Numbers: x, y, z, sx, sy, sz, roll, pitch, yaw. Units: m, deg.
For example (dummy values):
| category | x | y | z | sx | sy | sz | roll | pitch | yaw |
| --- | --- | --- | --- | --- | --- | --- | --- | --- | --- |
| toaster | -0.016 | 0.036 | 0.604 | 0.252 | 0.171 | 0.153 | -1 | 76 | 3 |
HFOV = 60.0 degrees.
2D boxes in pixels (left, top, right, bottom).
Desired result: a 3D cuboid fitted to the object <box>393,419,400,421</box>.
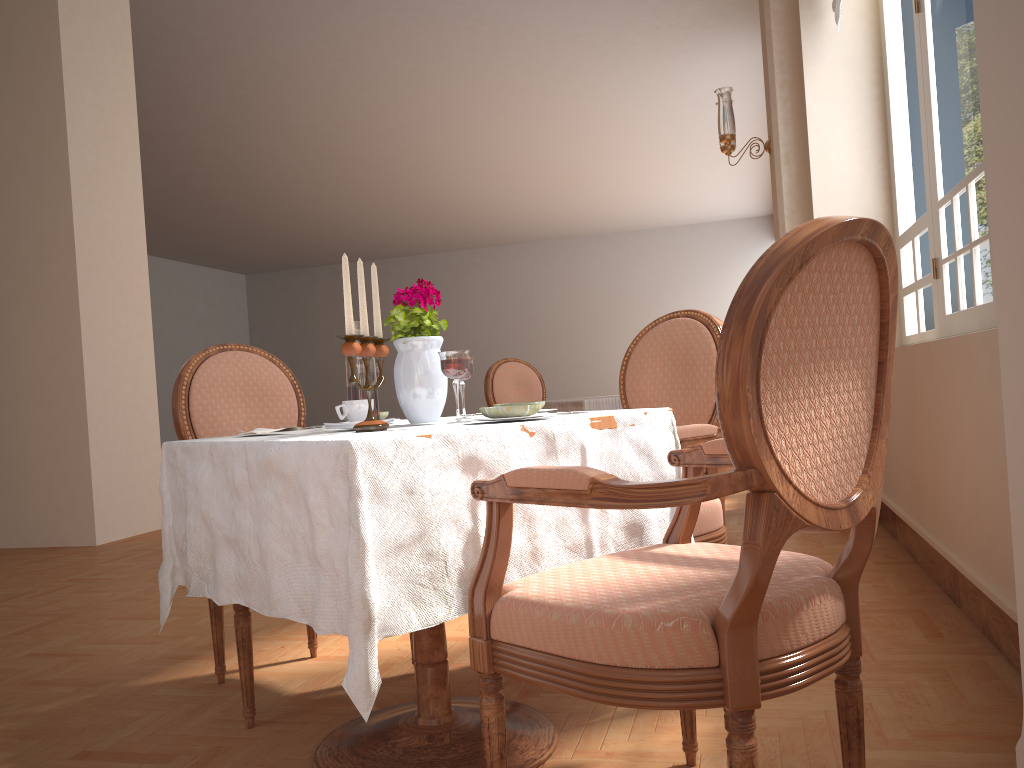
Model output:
| category | x | y | z | sx | sy | sz | roll | pitch | yaw |
| --- | --- | --- | --- | --- | --- | --- | --- | --- | --- |
| object | -0.352 | 0.092 | 2.115 | 0.171 | 0.005 | 0.171 | -4 | -1 | -38 |

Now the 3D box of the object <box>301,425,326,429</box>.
| category | x | y | z | sx | sy | sz | roll | pitch | yaw |
| --- | --- | --- | --- | --- | --- | --- | --- | --- | --- |
| object | -0.458 | 0.099 | 2.018 | 0.027 | 0.006 | 0.125 | -4 | -1 | -42 |

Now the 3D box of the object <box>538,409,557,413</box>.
| category | x | y | z | sx | sy | sz | roll | pitch | yaw |
| --- | --- | --- | --- | --- | --- | --- | --- | --- | --- |
| object | 0.018 | 0.065 | 2.016 | 0.171 | 0.005 | 0.171 | -3 | -1 | -45 |

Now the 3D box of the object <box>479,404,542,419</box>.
| category | x | y | z | sx | sy | sz | roll | pitch | yaw |
| --- | --- | --- | --- | --- | --- | --- | --- | --- | --- |
| object | -0.002 | 0.053 | 1.656 | 0.117 | 0.024 | 0.117 | -4 | -1 | -34 |

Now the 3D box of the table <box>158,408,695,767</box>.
| category | x | y | z | sx | sy | sz | roll | pitch | yaw |
| --- | --- | --- | --- | --- | --- | --- | --- | --- | --- |
| table | -0.187 | 0.422 | 1.871 | 0.836 | 0.680 | 0.830 | -4 | 0 | -42 |

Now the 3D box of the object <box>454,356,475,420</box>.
| category | x | y | z | sx | sy | sz | roll | pitch | yaw |
| --- | --- | --- | --- | --- | --- | --- | --- | --- | --- |
| object | -0.108 | 0.009 | 1.926 | 0.062 | 0.135 | 0.062 | -4 | 0 | -44 |

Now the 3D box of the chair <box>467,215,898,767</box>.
| category | x | y | z | sx | sy | sz | roll | pitch | yaw |
| --- | --- | --- | --- | --- | --- | --- | --- | --- | --- |
| chair | 0.291 | 0.259 | 1.351 | 0.520 | 0.931 | 0.593 | -4 | 0 | -42 |

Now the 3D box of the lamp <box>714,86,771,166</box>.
| category | x | y | z | sx | sy | sz | roll | pitch | yaw |
| --- | --- | --- | --- | --- | --- | --- | --- | --- | --- |
| lamp | 1.244 | -1.387 | 4.780 | 0.274 | 0.362 | 0.320 | -4 | 0 | 15 |

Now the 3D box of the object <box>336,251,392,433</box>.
| category | x | y | z | sx | sy | sz | roll | pitch | yaw |
| --- | --- | --- | --- | --- | --- | --- | --- | --- | --- |
| object | -0.271 | -0.075 | 1.639 | 0.059 | 0.325 | 0.177 | -4 | 0 | 13 |

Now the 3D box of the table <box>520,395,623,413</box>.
| category | x | y | z | sx | sy | sz | roll | pitch | yaw |
| --- | --- | --- | --- | --- | --- | --- | --- | --- | --- |
| table | 0.471 | 0.402 | 4.304 | 0.831 | 0.677 | 0.829 | -4 | 0 | -30 |

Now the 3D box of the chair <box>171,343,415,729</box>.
| category | x | y | z | sx | sy | sz | roll | pitch | yaw |
| --- | --- | --- | --- | --- | --- | --- | --- | --- | --- |
| chair | -0.620 | 0.333 | 2.387 | 0.520 | 0.931 | 0.593 | -4 | 0 | -42 |

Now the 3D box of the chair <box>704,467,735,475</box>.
| category | x | y | z | sx | sy | sz | roll | pitch | yaw |
| --- | --- | --- | --- | --- | --- | --- | --- | --- | --- |
| chair | 0.833 | 0.244 | 3.703 | 0.520 | 0.931 | 0.593 | -4 | 0 | -31 |

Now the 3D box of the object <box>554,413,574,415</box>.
| category | x | y | z | sx | sy | sz | roll | pitch | yaw |
| --- | --- | --- | --- | --- | --- | --- | --- | --- | --- |
| object | 0.073 | 0.059 | 1.719 | 0.013 | 0.004 | 0.127 | -4 | -1 | -38 |

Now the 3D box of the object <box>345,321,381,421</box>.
| category | x | y | z | sx | sy | sz | roll | pitch | yaw |
| --- | --- | --- | --- | --- | --- | --- | --- | --- | --- |
| object | -0.318 | -0.021 | 1.872 | 0.074 | 0.222 | 0.074 | -4 | 0 | -6 |

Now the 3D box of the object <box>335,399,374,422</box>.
| category | x | y | z | sx | sy | sz | roll | pitch | yaw |
| --- | --- | --- | --- | --- | --- | --- | --- | --- | --- |
| object | -0.313 | 0.057 | 1.770 | 0.078 | 0.049 | 0.062 | -4 | 0 | -13 |

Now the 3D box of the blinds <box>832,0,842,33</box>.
| category | x | y | z | sx | sy | sz | roll | pitch | yaw |
| --- | --- | --- | --- | --- | --- | --- | --- | --- | --- |
| blinds | 1.364 | -2.291 | 3.727 | 0.072 | 1.376 | 0.843 | -4 | 0 | 15 |

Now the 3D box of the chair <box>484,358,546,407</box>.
| category | x | y | z | sx | sy | sz | roll | pitch | yaw |
| --- | --- | --- | --- | --- | --- | --- | --- | --- | --- |
| chair | 0.142 | 0.304 | 4.898 | 0.520 | 0.931 | 0.593 | -4 | 0 | -31 |

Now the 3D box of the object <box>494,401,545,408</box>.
| category | x | y | z | sx | sy | sz | roll | pitch | yaw |
| --- | --- | --- | --- | --- | --- | --- | --- | --- | --- |
| object | 0.017 | 0.055 | 2.016 | 0.117 | 0.024 | 0.117 | -4 | -1 | -6 |

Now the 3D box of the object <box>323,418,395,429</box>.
| category | x | y | z | sx | sy | sz | roll | pitch | yaw |
| --- | --- | --- | --- | --- | --- | --- | --- | --- | --- |
| object | -0.304 | 0.081 | 1.772 | 0.119 | 0.016 | 0.119 | -4 | -1 | 34 |

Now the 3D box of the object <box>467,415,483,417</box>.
| category | x | y | z | sx | sy | sz | roll | pitch | yaw |
| --- | --- | --- | --- | --- | --- | --- | --- | --- | --- |
| object | -0.055 | 0.073 | 2.109 | 0.125 | 0.002 | 0.016 | -4 | -1 | -38 |

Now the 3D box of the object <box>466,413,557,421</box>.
| category | x | y | z | sx | sy | sz | roll | pitch | yaw |
| --- | --- | --- | --- | --- | --- | --- | --- | --- | --- |
| object | -0.001 | 0.063 | 1.656 | 0.171 | 0.005 | 0.171 | -4 | -1 | -25 |

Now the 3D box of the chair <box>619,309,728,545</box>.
| category | x | y | z | sx | sy | sz | roll | pitch | yaw |
| --- | --- | --- | --- | --- | --- | --- | --- | --- | --- |
| chair | 0.322 | 0.266 | 2.340 | 0.593 | 0.931 | 0.521 | -4 | 0 | -42 |

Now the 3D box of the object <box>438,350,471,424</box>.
| category | x | y | z | sx | sy | sz | roll | pitch | yaw |
| --- | --- | --- | --- | --- | --- | --- | --- | --- | --- |
| object | -0.104 | 0.006 | 1.664 | 0.062 | 0.135 | 0.062 | -4 | 0 | -44 |

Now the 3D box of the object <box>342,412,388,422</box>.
| category | x | y | z | sx | sy | sz | roll | pitch | yaw |
| --- | --- | --- | --- | --- | --- | --- | --- | --- | --- |
| object | -0.353 | 0.082 | 2.115 | 0.117 | 0.024 | 0.117 | -4 | -1 | 25 |

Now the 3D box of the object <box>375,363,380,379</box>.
| category | x | y | z | sx | sy | sz | roll | pitch | yaw |
| --- | --- | --- | --- | --- | --- | --- | --- | --- | --- |
| object | -0.311 | 0.023 | 1.962 | 0.062 | 0.135 | 0.062 | -4 | 0 | -44 |

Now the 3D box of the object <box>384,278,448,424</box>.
| category | x | y | z | sx | sy | sz | roll | pitch | yaw |
| --- | --- | --- | --- | --- | --- | --- | --- | --- | --- |
| object | -0.196 | -0.071 | 1.811 | 0.124 | 0.302 | 0.143 | -4 | 0 | 13 |

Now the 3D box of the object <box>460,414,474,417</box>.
| category | x | y | z | sx | sy | sz | roll | pitch | yaw |
| --- | --- | --- | --- | --- | --- | --- | --- | --- | --- |
| object | -0.073 | 0.073 | 2.128 | 0.125 | 0.006 | 0.027 | -4 | -1 | -39 |

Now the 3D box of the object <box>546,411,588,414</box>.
| category | x | y | z | sx | sy | sz | roll | pitch | yaw |
| --- | --- | --- | --- | --- | --- | --- | --- | --- | --- |
| object | 0.110 | 0.056 | 1.747 | 0.027 | 0.006 | 0.125 | -4 | -1 | -39 |

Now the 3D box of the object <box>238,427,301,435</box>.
| category | x | y | z | sx | sy | sz | roll | pitch | yaw |
| --- | --- | --- | --- | --- | --- | --- | --- | --- | --- |
| object | -0.535 | 0.099 | 1.872 | 0.094 | 0.012 | 0.234 | -4 | -1 | -37 |
